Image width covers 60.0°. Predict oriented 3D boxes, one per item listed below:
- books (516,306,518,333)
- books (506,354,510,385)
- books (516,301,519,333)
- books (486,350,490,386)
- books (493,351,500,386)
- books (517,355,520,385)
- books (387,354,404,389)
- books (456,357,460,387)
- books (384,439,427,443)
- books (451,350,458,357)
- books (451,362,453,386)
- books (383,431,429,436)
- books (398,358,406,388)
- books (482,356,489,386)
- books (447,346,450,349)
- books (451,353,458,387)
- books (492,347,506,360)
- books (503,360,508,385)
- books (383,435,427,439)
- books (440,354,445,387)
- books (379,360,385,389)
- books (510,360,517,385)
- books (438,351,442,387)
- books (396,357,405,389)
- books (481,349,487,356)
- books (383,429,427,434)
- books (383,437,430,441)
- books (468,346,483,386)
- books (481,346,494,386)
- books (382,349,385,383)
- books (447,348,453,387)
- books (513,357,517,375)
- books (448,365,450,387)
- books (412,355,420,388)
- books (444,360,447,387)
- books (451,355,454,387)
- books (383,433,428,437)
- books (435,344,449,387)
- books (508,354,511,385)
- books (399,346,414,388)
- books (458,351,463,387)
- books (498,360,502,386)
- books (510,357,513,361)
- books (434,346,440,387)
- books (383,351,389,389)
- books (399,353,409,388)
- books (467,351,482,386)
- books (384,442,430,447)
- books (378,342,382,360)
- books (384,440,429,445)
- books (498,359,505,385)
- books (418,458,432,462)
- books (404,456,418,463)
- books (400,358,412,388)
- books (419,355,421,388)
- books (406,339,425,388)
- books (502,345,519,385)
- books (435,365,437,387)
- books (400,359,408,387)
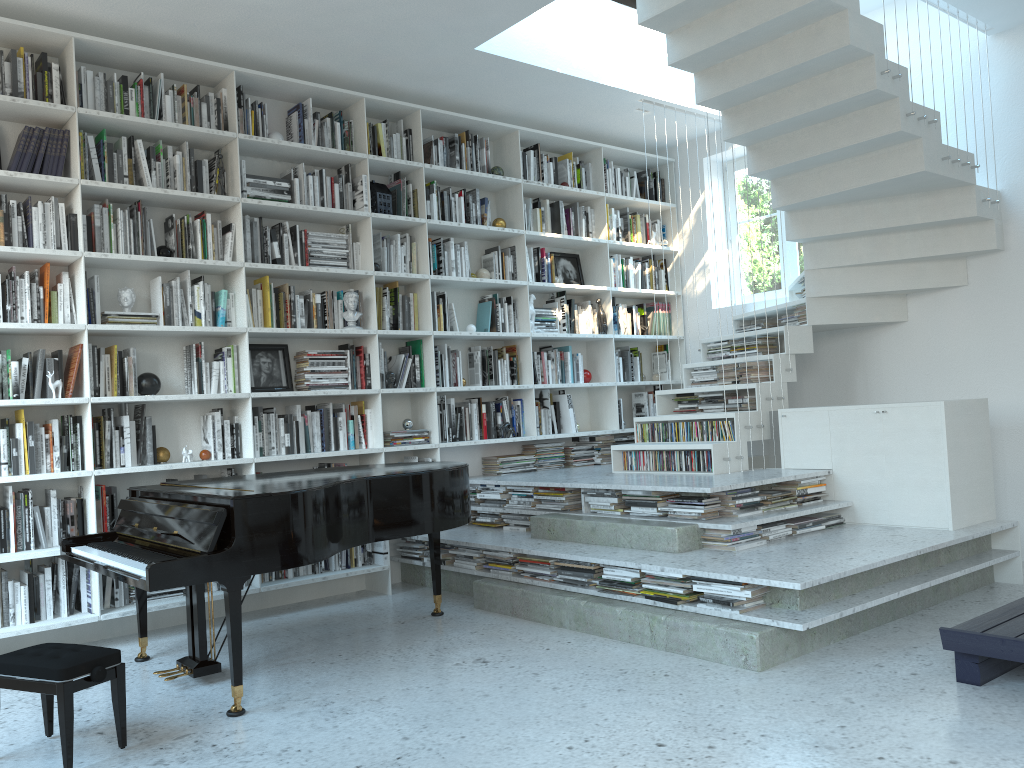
[{"bbox_3d":[-0.021,-0.455,6.461,0.023,0.212,0.164,-2,-2,-39],"label":"books"},{"bbox_3d":[-0.084,-0.095,6.372,0.018,0.229,0.182,-2,-2,-39],"label":"books"},{"bbox_3d":[-0.003,-0.472,6.464,0.010,0.245,0.158,-2,-2,-39],"label":"books"},{"bbox_3d":[-0.214,-0.106,6.282,0.008,0.259,0.158,-2,-2,-39],"label":"books"},{"bbox_3d":[-0.157,-0.104,6.303,0.018,0.251,0.184,-2,-2,-39],"label":"books"},{"bbox_3d":[0.003,-0.094,6.468,0.009,0.223,0.146,-2,-2,-39],"label":"books"},{"bbox_3d":[-0.787,-0.073,5.788,0.095,0.228,0.190,-2,-2,-39],"label":"books"},{"bbox_3d":[-0.418,-0.074,6.105,0.014,0.207,0.180,-2,-2,-39],"label":"books"},{"bbox_3d":[-0.701,0.371,5.780,0.254,0.012,0.161,-2,-2,-33],"label":"books"},{"bbox_3d":[-0.412,-0.101,6.118,0.014,0.261,0.142,-2,-2,-39],"label":"books"},{"bbox_3d":[-0.453,-0.059,6.091,0.013,0.179,0.140,-2,-2,-39],"label":"books"},{"bbox_3d":[-0.704,0.322,5.782,0.285,0.012,0.159,-2,-3,-35],"label":"books"},{"bbox_3d":[-0.765,-0.064,5.832,0.090,0.212,0.143,-2,-2,-39],"label":"books"},{"bbox_3d":[-0.225,-0.085,6.254,0.015,0.215,0.178,-2,-2,-39],"label":"books"},{"bbox_3d":[-0.464,-0.111,6.087,0.006,0.285,0.159,-2,-2,-39],"label":"books"},{"bbox_3d":[-0.433,-0.089,6.098,0.015,0.238,0.176,-2,-2,-39],"label":"books"},{"bbox_3d":[-0.095,-0.117,6.365,0.006,0.274,0.173,-2,-2,-39],"label":"books"},{"bbox_3d":[-0.100,-0.072,6.354,0.019,0.183,0.190,-2,-2,-39],"label":"books"},{"bbox_3d":[-0.704,0.347,5.782,0.254,0.012,0.161,-2,-2,-34],"label":"books"},{"bbox_3d":[-0.515,-0.082,6.008,0.011,0.226,0.188,-2,-2,-39],"label":"books"},{"bbox_3d":[-0.882,-0.054,5.712,0.027,0.192,0.182,-2,-2,-39],"label":"books"},{"bbox_3d":[-0.032,-0.073,6.395,0.016,0.180,0.189,-2,-2,-39],"label":"books"},{"bbox_3d":[-0.532,-0.092,6.009,0.013,0.248,0.165,-2,-2,-39],"label":"books"},{"bbox_3d":[-0.776,-0.064,5.803,0.089,0.210,0.176,-2,-2,-39],"label":"books"},{"bbox_3d":[-0.224,-0.107,6.275,0.015,0.262,0.149,-2,-2,-39],"label":"books"},{"bbox_3d":[-0.701,0.310,5.776,0.254,0.012,0.161,-2,-2,-30],"label":"books"},{"bbox_3d":[-0.701,0.358,5.779,0.285,0.012,0.159,-2,-3,-36],"label":"books"},{"bbox_3d":[-0.257,-0.119,6.266,0.016,0.289,0.131,-2,-2,-39],"label":"books"},{"bbox_3d":[-0.184,-0.120,6.315,0.007,0.285,0.159,-2,-2,-39],"label":"books"},{"bbox_3d":[-0.874,-0.090,5.752,0.012,0.266,0.157,-2,-2,-39],"label":"books"},{"bbox_3d":[-0.469,-0.103,6.062,0.012,0.267,0.183,-2,-2,-39],"label":"books"},{"bbox_3d":[-0.021,-0.084,6.428,0.013,0.204,0.158,-2,-2,-39],"label":"books"},{"bbox_3d":[-0.484,-0.070,6.062,0.013,0.203,0.167,-2,-2,-39],"label":"books"},{"bbox_3d":[-0.672,-0.076,5.883,0.029,0.223,0.171,-2,-2,-39],"label":"books"},{"bbox_3d":[-0.500,-0.062,6.029,0.013,0.186,0.184,-2,-2,-39],"label":"books"},{"bbox_3d":[-0.447,-0.081,6.099,0.008,0.222,0.134,-2,-2,-39],"label":"books"},{"bbox_3d":[-0.698,0.334,5.774,0.254,0.012,0.161,-2,-3,-39],"label":"books"},{"bbox_3d":[-0.492,-0.117,6.038,0.014,0.297,0.175,-2,-2,-39],"label":"books"},{"bbox_3d":[-0.065,-0.096,6.404,0.021,0.231,0.155,-2,-2,-39],"label":"books"},{"bbox_3d":[-0.703,-0.105,5.887,0.013,0.285,0.139,-2,-2,-39],"label":"books"},{"bbox_3d":[-0.402,-0.096,6.127,0.013,0.251,0.173,-2,-2,-39],"label":"books"},{"bbox_3d":[-0.141,-0.071,6.313,0.018,0.182,0.182,-2,-2,-39],"label":"books"},{"bbox_3d":[-0.038,-0.084,6.427,0.016,0.205,0.141,-2,-2,-39],"label":"books"},{"bbox_3d":[-0.538,-0.109,6.001,0.005,0.283,0.159,-2,-2,-39],"label":"books"},{"bbox_3d":[-0.855,-0.082,5.767,0.035,0.248,0.141,-2,-2,-39],"label":"books"},{"bbox_3d":[-0.753,-0.079,5.841,0.094,0.238,0.149,-2,-2,-39],"label":"books"},{"bbox_3d":[-0.261,-0.101,6.245,0.019,0.251,0.130,-2,-2,-39],"label":"books"},{"bbox_3d":[-0.699,0.395,5.778,0.285,0.012,0.159,-2,-3,-36],"label":"books"},{"bbox_3d":[-0.879,-0.111,5.738,0.013,0.306,0.141,-2,-2,-39],"label":"books"},{"bbox_3d":[-0.702,0.383,5.782,0.285,0.012,0.159,-2,-2,-34],"label":"books"},{"bbox_3d":[-0.116,-0.077,6.347,0.015,0.195,0.175,-2,-2,-39],"label":"books"},{"bbox_3d":[-0.576,0.626,5.803,0.021,0.285,0.172,-2,-2,-39],"label":"books"},{"bbox_3d":[-0.657,0.621,5.762,0.032,0.300,0.149,-2,-2,-39],"label":"books"},{"bbox_3d":[-0.738,-0.061,5.850,0.091,0.205,0.169,-2,-2,-39],"label":"books"},{"bbox_3d":[-0.660,-0.077,5.908,0.021,0.226,0.148,-2,-2,-39],"label":"books"},{"bbox_3d":[-0.647,-0.127,5.918,0.014,0.325,0.183,-2,-2,-39],"label":"books"},{"bbox_3d":[-0.011,-0.131,6.430,0.007,0.295,0.162,-2,-2,-39],"label":"books"},{"bbox_3d":[-0.563,-0.068,5.998,0.013,0.204,0.154,-2,-2,-39],"label":"books"},{"bbox_3d":[-0.755,-0.066,5.850,0.090,0.215,0.139,-2,-2,-39],"label":"books"}]
